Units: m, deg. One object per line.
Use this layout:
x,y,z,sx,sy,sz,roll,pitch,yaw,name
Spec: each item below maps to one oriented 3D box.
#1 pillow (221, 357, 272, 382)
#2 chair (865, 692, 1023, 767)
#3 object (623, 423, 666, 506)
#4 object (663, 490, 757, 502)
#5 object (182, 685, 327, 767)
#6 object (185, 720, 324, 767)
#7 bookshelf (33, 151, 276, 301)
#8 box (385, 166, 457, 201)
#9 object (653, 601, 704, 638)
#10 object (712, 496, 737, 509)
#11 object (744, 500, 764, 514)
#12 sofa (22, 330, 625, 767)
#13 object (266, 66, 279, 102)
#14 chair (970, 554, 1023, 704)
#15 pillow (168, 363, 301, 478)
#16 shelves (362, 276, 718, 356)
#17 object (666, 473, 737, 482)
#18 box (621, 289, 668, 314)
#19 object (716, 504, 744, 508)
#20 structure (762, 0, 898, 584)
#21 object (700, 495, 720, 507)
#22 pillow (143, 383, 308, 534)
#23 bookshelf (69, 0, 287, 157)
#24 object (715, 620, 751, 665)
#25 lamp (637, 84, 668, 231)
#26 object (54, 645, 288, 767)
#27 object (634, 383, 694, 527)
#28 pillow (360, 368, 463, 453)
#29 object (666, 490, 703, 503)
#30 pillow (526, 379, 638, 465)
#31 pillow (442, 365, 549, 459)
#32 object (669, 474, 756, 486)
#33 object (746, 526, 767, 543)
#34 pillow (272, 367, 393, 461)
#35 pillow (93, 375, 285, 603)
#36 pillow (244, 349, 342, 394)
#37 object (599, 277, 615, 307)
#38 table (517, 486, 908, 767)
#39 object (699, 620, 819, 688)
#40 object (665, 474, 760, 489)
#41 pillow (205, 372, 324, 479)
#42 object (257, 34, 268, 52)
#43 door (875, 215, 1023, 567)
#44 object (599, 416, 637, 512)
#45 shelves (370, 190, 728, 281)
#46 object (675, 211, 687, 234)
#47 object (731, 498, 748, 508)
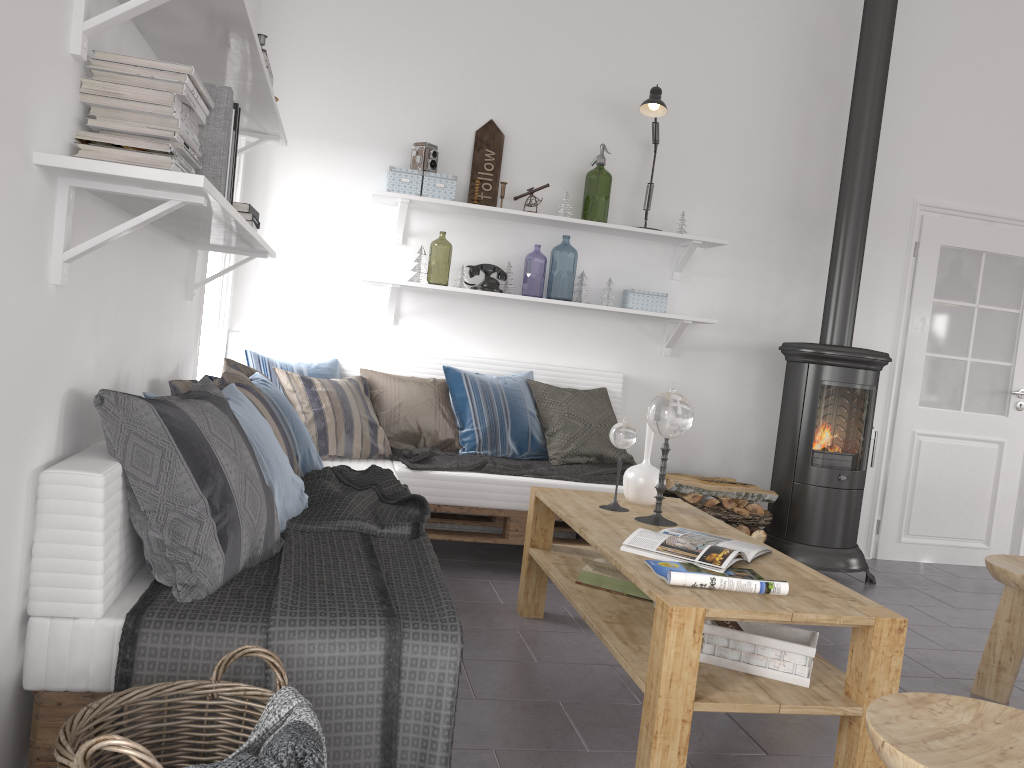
-1.038,0.112,3.664,0.334,0.438,0.545,6,3,-6,pillow
0.769,0.819,1.430,0.431,0.479,0.431,6,3,-14,chair
0.495,0.284,3.257,0.155,0.325,0.155,4,4,-41,object
0.996,0.593,4.589,0.562,0.057,0.097,6,3,-12,object
-0.486,0.711,1.440,0.349,0.356,0.290,6,3,-17,object
-0.468,0.699,1.383,0.367,0.332,0.303,9,4,34,object
-0.840,-0.328,2.373,0.269,0.212,1.820,6,3,-12,bookshelf
-0.458,-0.975,4.415,0.332,0.131,0.242,6,3,-11,box
0.566,0.630,2.601,0.302,0.161,0.302,6,3,-15,object
1.014,0.562,4.532,0.096,0.068,0.467,6,3,-12,object
1.153,0.579,4.558,0.098,0.088,0.466,6,3,-10,object
-0.184,0.399,3.213,2.017,0.932,2.855,6,3,-12,sofa
-0.759,-0.904,2.658,0.124,0.100,0.124,7,3,11,object
1.775,0.856,2.935,0.431,0.479,0.431,6,3,-15,chair
-0.864,0.172,2.830,0.316,0.438,0.546,7,3,1,pillow
0.142,-0.327,4.538,1.820,0.212,0.269,6,3,-12,shelves
0.963,0.507,4.667,0.467,0.063,0.095,6,3,-12,object
0.694,-0.430,4.651,0.202,0.110,0.137,6,3,-11,box
0.982,0.621,4.477,0.538,0.082,0.099,6,3,-12,object
1.794,-1.445,4.545,0.643,4.887,0.626,4,4,-35,structure
0.926,0.554,4.515,0.098,0.060,0.467,6,3,-9,object
-0.763,0.223,2.464,0.331,0.401,0.525,7,3,7,pillow
-0.794,-0.735,2.352,0.269,0.212,1.820,6,3,-12,bookshelf
0.581,0.651,2.323,0.182,0.139,0.090,9,4,43,object
0.713,-1.130,4.490,0.196,0.703,0.439,7,3,8,lamp
-0.527,0.695,1.424,0.393,0.432,0.393,5,3,-25,object
0.509,0.228,2.948,0.155,0.468,0.155,5,3,-33,object
-0.467,0.151,4.222,0.521,0.381,0.366,6,3,-15,pillow
0.845,0.544,4.492,0.098,0.061,0.467,6,3,-10,object
0.350,0.206,4.393,0.519,0.395,0.334,5,4,-34,pillow
-0.061,0.141,4.291,0.526,0.428,0.311,5,3,-33,pillow
0.988,0.513,4.586,0.541,0.070,0.101,6,3,-11,object
1.158,0.715,4.589,0.118,0.142,0.520,6,3,-8,object
-0.791,0.150,3.978,0.516,0.392,0.358,4,4,-42,pillow
-0.716,0.220,2.013,0.301,0.444,0.534,7,3,5,pillow
-0.994,0.076,4.184,0.534,0.437,0.287,4,4,-39,pillow
0.498,-0.478,4.609,0.088,0.161,0.093,6,3,-2,object
0.480,0.714,2.760,0.607,0.485,1.457,6,3,-12,table
0.636,0.679,2.292,0.281,0.102,0.155,8,3,21,object
1.000,0.516,4.482,0.562,0.074,0.095,6,3,-11,object
-0.894,0.178,3.275,0.341,0.408,0.523,7,3,4,pillow
-0.731,-0.926,2.562,0.066,0.160,0.066,5,3,-25,object
2.658,0.075,5.206,0.902,2.013,0.101,6,3,-12,door
0.377,0.275,3.105,0.109,0.329,0.109,4,4,-43,object
0.189,-0.734,4.518,1.820,0.212,0.269,6,3,-12,shelves
0.892,-0.839,4.655,0.073,0.142,0.072,8,3,21,object
1.087,0.571,4.535,0.044,0.034,0.425,6,3,-12,object
